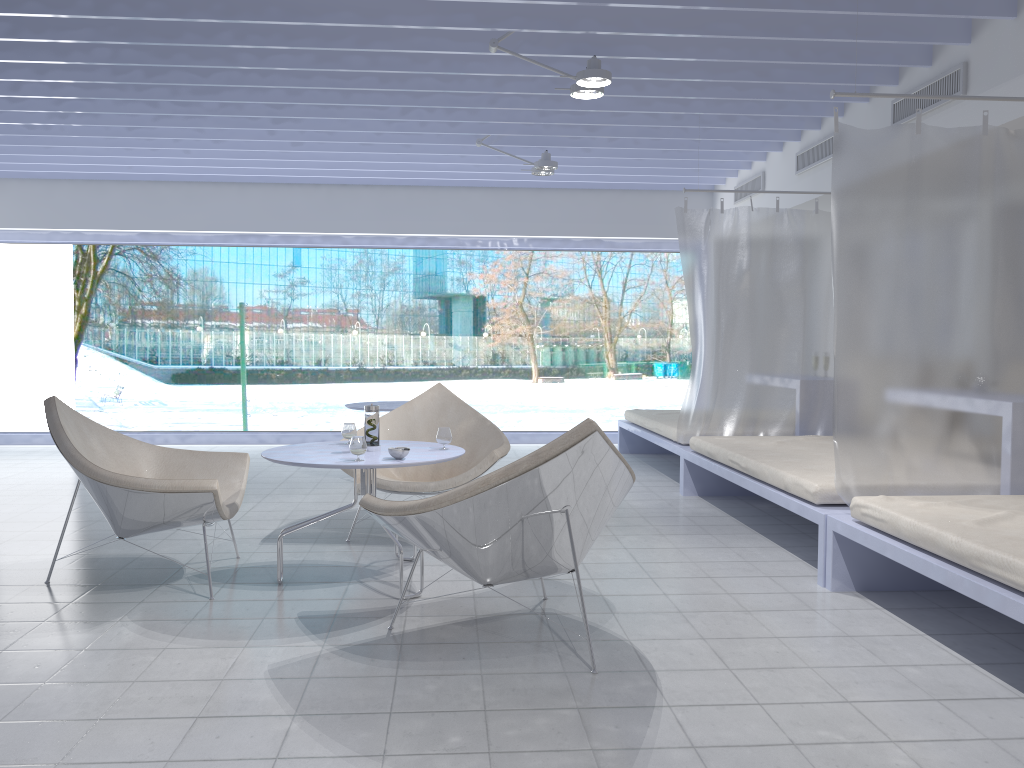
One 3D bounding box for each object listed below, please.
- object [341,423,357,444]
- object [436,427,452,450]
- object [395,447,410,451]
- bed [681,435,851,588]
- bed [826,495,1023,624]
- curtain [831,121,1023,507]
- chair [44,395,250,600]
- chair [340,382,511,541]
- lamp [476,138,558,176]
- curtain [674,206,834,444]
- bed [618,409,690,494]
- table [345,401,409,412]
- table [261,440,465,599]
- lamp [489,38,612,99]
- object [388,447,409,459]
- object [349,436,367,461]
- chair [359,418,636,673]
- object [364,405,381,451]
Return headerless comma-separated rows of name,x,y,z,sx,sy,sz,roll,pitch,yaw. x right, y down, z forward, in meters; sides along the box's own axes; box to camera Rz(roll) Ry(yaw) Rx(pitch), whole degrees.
object,-0.715,0.217,3.898,0.068,0.091,0.068,1,3,18
object,-0.284,0.228,3.717,0.068,0.091,0.068,0,3,-12
object,-0.418,0.248,3.369,0.012,0.016,0.098,-2,3,-38
bed,2.180,0.562,4.746,2.016,0.427,2.200,0,3,-4
bed,2.353,0.667,2.549,2.022,0.422,2.200,0,3,-4
curtain,2.255,-0.257,3.600,1.998,1.559,0.125,0,3,-6
chair,-1.520,0.424,3.633,0.753,0.759,0.906,0,3,-9
chair,-0.444,0.384,4.652,0.906,0.759,0.753,1,3,6
lamp,0.030,-1.665,6.463,0.587,0.218,0.380,0,3,-4
curtain,2.057,-0.381,5.807,2.050,1.552,0.151,0,3,-4
bed,2.039,0.463,6.949,2.022,0.422,2.200,0,3,-4
table,-0.782,0.416,6.375,0.825,0.534,0.823,3,4,43
table,-0.606,0.542,3.659,0.825,0.534,0.823,0,3,-13
lamp,0.180,-1.567,4.361,0.587,0.218,0.380,0,3,-4
object,-0.433,0.266,3.398,0.082,0.043,0.082,-2,3,-36
object,-0.580,0.243,3.344,0.068,0.091,0.068,2,3,24
chair,0.045,0.466,2.933,0.906,0.759,0.753,-1,3,-34
object,-0.579,0.180,3.668,0.075,0.189,0.075,0,3,-12
